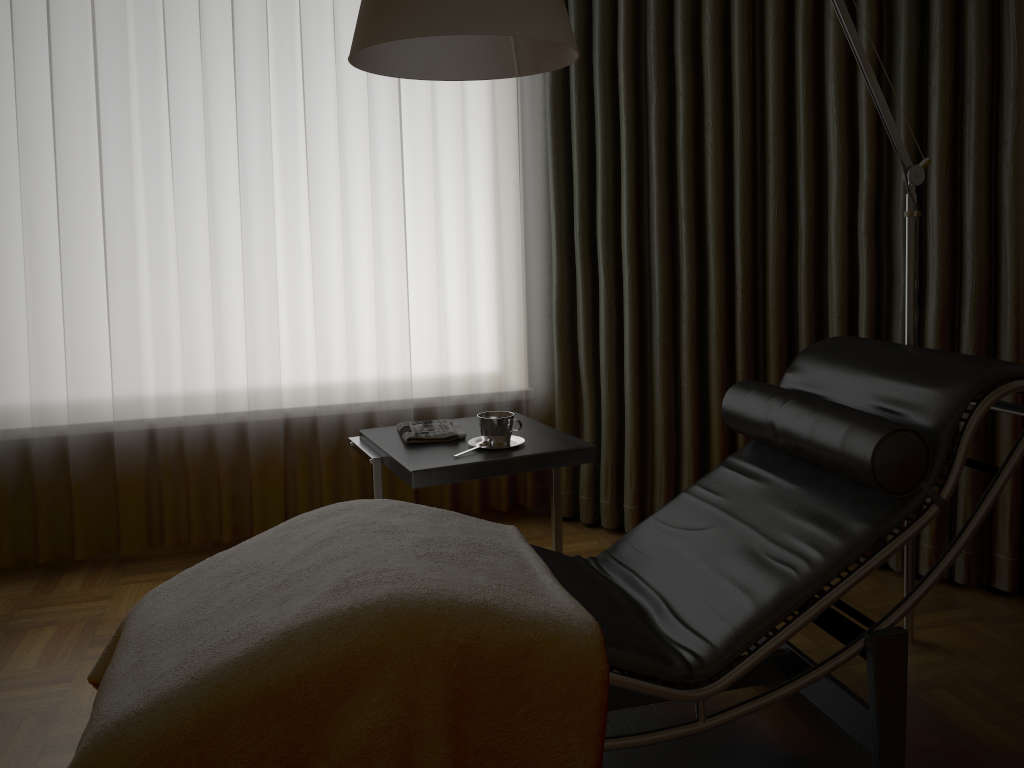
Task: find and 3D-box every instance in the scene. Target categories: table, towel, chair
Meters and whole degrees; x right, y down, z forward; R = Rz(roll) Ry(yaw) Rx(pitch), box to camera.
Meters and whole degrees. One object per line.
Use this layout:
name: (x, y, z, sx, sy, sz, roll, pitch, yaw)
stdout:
table: (-0.111, 0.168, 2.422, 0.500, 0.045, 0.522, -6, 10, -23)
towel: (-0.226, 0.131, 2.469, 0.179, 0.035, 0.243, -3, 10, -11)
chair: (0.157, 0.367, 1.757, 1.790, 0.791, 0.641, -4, 7, -15)

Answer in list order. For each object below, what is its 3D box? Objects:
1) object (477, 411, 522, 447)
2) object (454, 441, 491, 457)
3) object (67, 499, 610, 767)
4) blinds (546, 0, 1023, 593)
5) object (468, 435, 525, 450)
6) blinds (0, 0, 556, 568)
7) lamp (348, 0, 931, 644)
object: (-0.035, 0.119, 2.322, 0.111, 0.078, 0.099, -4, 8, -13)
object: (-0.103, 0.163, 2.243, 0.029, 0.019, 0.124, 6, 12, 44)
object: (-0.353, 0.550, 1.651, 0.909, 0.516, 0.926, -4, 9, -14)
blinds: (0.784, -0.682, 2.861, 1.534, 2.434, 0.226, 2, 6, 30)
object: (-0.041, 0.155, 2.323, 0.150, 0.009, 0.151, -3, 10, -9)
blinds: (-0.894, -0.597, 3.016, 2.198, 2.274, 0.093, -3, 5, -15)
lamp: (0.393, -0.200, 1.863, 1.415, 1.952, 0.454, -3, 5, -11)
